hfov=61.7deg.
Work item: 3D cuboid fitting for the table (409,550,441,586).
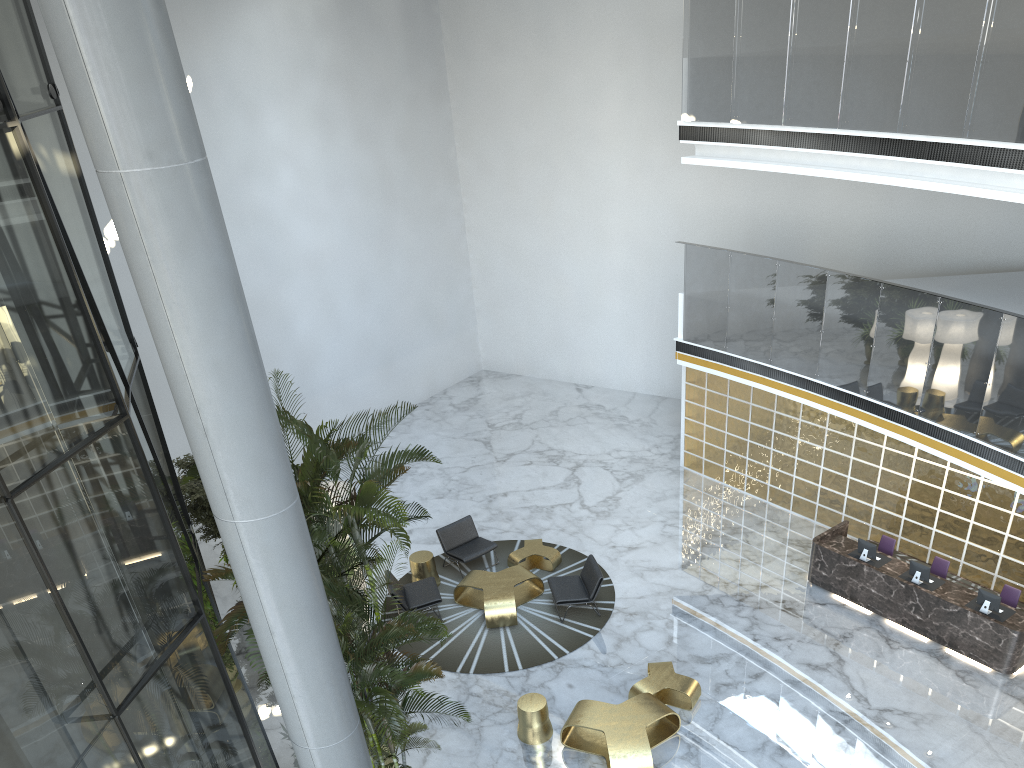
[{"bbox_3d":[-1.369,2.890,13.290,0.456,0.570,0.402,-4,29,3],"label":"table"}]

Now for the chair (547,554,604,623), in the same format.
[{"bbox_3d":[0.928,2.964,12.422,0.727,0.762,0.635,-9,28,-7],"label":"chair"}]

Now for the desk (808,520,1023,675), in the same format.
[{"bbox_3d":[5.878,2.762,11.902,1.534,0.810,2.882,-23,30,-33],"label":"desk"}]

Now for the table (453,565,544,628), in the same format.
[{"bbox_3d":[-0.186,3.129,12.646,1.366,0.456,1.044,-6,25,-2],"label":"table"}]

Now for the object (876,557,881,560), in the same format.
[{"bbox_3d":[5.053,2.419,12.043,0.069,0.012,0.241,-22,29,-34],"label":"object"}]

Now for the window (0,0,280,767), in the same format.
[{"bbox_3d":[-4.822,2.483,4.403,4.220,9.102,13.498,-3,26,4],"label":"window"}]

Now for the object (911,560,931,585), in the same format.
[{"bbox_3d":[5.398,2.507,11.373,0.110,0.333,0.265,-26,35,-31],"label":"object"}]

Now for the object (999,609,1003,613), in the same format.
[{"bbox_3d":[6.093,2.838,10.875,0.069,0.012,0.241,-22,29,-34],"label":"object"}]

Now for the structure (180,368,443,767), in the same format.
[{"bbox_3d":[-1.744,2.285,8.963,2.424,5.270,2.232,-14,31,-14],"label":"structure"}]

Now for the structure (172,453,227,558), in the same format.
[{"bbox_3d":[-4.330,1.987,13.422,1.723,2.642,1.978,5,30,19],"label":"structure"}]

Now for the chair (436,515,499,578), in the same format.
[{"bbox_3d":[-0.702,2.591,13.601,0.696,0.762,0.666,-25,34,-33],"label":"chair"}]

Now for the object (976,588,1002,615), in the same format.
[{"bbox_3d":[5.963,2.735,10.740,0.110,0.333,0.265,-26,35,-31],"label":"object"}]

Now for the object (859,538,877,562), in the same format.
[{"bbox_3d":[4.922,2.315,11.908,0.110,0.333,0.265,-26,35,-31],"label":"object"}]

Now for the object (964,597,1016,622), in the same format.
[{"bbox_3d":[6.037,2.862,10.853,0.401,0.005,0.466,-21,28,-32],"label":"object"}]

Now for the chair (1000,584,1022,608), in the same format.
[{"bbox_3d":[6.327,2.933,11.082,0.333,0.663,0.233,-24,35,-29],"label":"chair"}]

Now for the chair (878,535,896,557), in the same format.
[{"bbox_3d":[5.264,2.504,12.277,0.333,0.663,0.233,-24,35,-29],"label":"chair"}]

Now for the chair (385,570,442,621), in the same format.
[{"bbox_3d":[-1.432,3.104,12.574,0.725,0.762,0.637,-11,28,-11],"label":"chair"}]

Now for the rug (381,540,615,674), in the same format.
[{"bbox_3d":[-0.211,3.259,12.951,3.490,0.021,3.164,1,24,14],"label":"rug"}]

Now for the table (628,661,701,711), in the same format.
[{"bbox_3d":[1.961,3.840,10.817,0.765,0.332,0.846,9,28,28],"label":"table"}]

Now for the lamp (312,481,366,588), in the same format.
[{"bbox_3d":[-2.655,2.407,13.067,0.808,1.891,0.765,-26,35,-31],"label":"lamp"}]

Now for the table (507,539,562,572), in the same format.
[{"bbox_3d":[0.394,2.740,13.603,0.717,0.311,0.793,9,28,28],"label":"table"}]

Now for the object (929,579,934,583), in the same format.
[{"bbox_3d":[5.529,2.611,11.508,0.069,0.012,0.241,-22,29,-34],"label":"object"}]

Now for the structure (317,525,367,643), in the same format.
[{"bbox_3d":[-2.446,2.826,11.925,0.974,2.003,0.809,-13,31,-12],"label":"structure"}]

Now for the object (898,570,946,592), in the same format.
[{"bbox_3d":[5.472,2.635,11.486,0.401,0.005,0.466,-21,28,-32],"label":"object"}]

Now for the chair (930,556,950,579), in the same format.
[{"bbox_3d":[5.750,2.700,11.731,0.333,0.663,0.233,-24,35,-29],"label":"chair"}]

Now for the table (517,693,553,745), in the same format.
[{"bbox_3d":[0.262,4.045,10.388,0.442,0.564,0.388,-6,29,-1],"label":"table"}]

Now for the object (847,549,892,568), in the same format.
[{"bbox_3d":[4.996,2.443,12.021,0.401,0.005,0.466,-21,28,-32],"label":"object"}]

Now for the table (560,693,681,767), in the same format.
[{"bbox_3d":[1.307,4.152,10.030,1.458,0.487,1.114,-6,25,-2],"label":"table"}]

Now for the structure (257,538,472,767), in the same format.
[{"bbox_3d":[-1.199,3.307,7.830,1.644,4.219,1.798,-12,30,-11],"label":"structure"}]

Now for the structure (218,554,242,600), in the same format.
[{"bbox_3d":[-3.099,2.632,11.176,1.121,3.069,0.937,-18,32,-20],"label":"structure"}]
